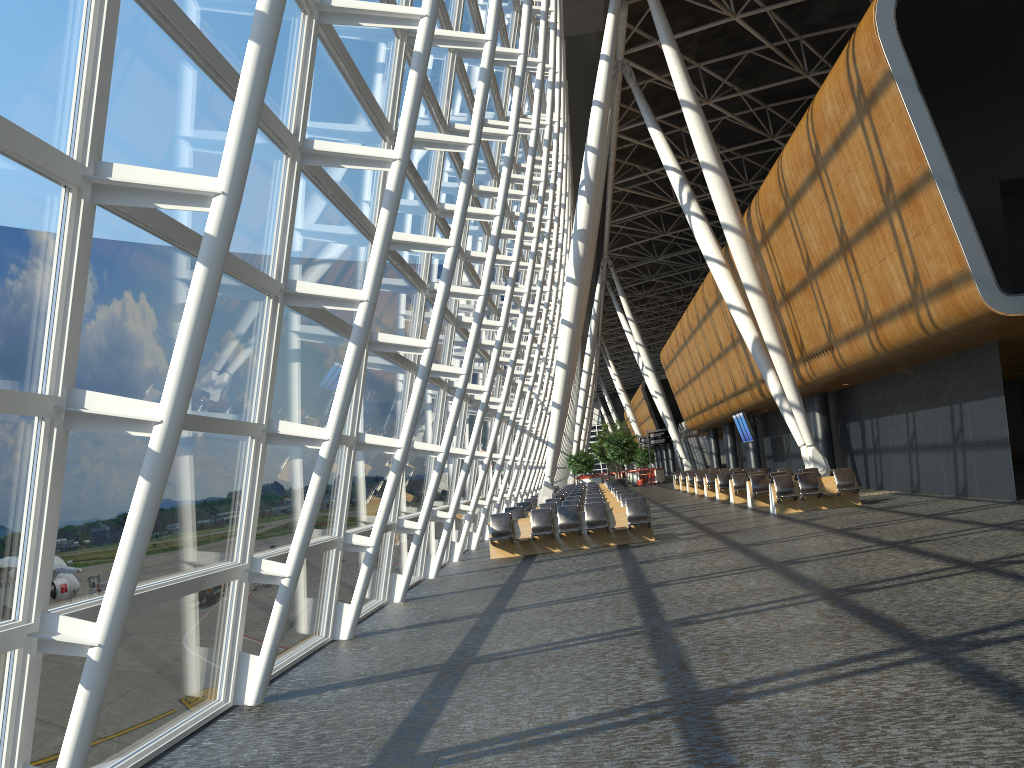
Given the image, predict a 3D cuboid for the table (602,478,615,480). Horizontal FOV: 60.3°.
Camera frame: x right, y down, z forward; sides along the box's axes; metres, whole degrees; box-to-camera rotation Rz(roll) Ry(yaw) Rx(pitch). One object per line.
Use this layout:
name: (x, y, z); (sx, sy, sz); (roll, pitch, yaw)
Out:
table: (6.195, 6.417, 56.242); (0.795, 0.749, 0.805); (-5, -3, -24)

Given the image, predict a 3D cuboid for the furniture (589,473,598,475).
furniture: (8.630, 10.894, 101.706); (3.254, 0.868, 1.665); (-7, -5, 5)

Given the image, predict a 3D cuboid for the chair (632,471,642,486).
chair: (8.448, 6.280, 58.722); (0.619, 1.009, 0.666); (-6, -2, -40)

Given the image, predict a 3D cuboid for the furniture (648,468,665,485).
furniture: (9.523, 6.065, 57.905); (0.892, 1.005, 2.829); (-8, -5, 17)

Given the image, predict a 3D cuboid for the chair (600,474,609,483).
chair: (6.086, 6.555, 58.651); (0.626, 1.009, 0.658); (-8, -2, 30)

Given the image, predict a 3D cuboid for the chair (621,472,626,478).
chair: (8.023, 6.577, 61.043); (0.665, 1.009, 0.619); (-8, -2, 40)

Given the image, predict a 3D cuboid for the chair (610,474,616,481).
chair: (6.320, 6.383, 57.295); (0.665, 1.009, 0.620); (-8, -2, 30)

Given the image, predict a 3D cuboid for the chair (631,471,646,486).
chair: (8.298, 6.181, 57.619); (0.657, 1.009, 0.627); (-5, -2, -40)

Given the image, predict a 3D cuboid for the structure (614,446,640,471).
structure: (9.186, 6.205, 70.495); (2.288, 3.473, 2.215); (-7, -2, 17)

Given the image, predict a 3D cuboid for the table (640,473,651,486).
table: (8.889, 6.294, 58.117); (0.802, 0.749, 0.798); (-8, -3, 21)

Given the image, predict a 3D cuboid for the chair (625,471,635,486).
chair: (8.199, 6.432, 59.876); (0.627, 1.009, 0.657); (-8, -2, 40)

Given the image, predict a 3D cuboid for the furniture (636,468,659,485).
furniture: (9.273, 6.407, 60.852); (0.884, 1.006, 2.852); (-5, -5, -28)

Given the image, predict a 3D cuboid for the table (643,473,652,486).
table: (8.630, 6.164, 56.605); (0.802, 0.749, 0.798); (-8, -3, 21)

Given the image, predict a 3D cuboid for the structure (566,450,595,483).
structure: (4.465, 5.590, 56.076); (1.723, 2.776, 1.794); (-6, -2, -38)

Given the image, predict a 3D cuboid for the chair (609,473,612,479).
chair: (6.983, 7.096, 64.760); (0.665, 1.009, 0.620); (-8, -2, 30)

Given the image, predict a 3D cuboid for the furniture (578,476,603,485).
furniture: (5.220, 6.548, 57.606); (0.884, 1.006, 2.852); (-5, -5, -28)

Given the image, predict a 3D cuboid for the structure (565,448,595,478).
structure: (4.622, 5.784, 58.976); (1.910, 2.966, 1.876); (-6, -2, -21)

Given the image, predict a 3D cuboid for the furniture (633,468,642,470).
furniture: (13.897, 9.919, 98.452); (1.898, 0.868, 1.665); (-7, -5, 5)

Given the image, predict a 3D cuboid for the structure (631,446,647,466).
structure: (11.313, 6.905, 77.205); (1.873, 2.992, 1.950); (-6, -2, -38)

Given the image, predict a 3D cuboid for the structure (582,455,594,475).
structure: (5.096, 6.233, 63.190); (1.773, 2.849, 1.846); (-6, -2, -38)

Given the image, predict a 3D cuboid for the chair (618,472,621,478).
chair: (8.687, 7.290, 68.508); (0.665, 1.009, 0.619); (-8, -2, 40)

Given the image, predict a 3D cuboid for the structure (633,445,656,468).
structure: (10.085, 6.064, 66.870); (1.723, 2.776, 1.794); (-6, -2, -38)

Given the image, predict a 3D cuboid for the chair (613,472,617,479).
chair: (8.730, 7.698, 72.408); (0.659, 1.009, 0.625); (-7, -2, -10)

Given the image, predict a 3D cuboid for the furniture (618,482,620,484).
furniture: (6.657, 6.481, 55.993); (0.441, 0.459, 0.446); (-4, -4, -43)

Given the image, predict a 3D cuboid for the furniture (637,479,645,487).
furniture: (8.251, 6.322, 56.284); (0.444, 0.459, 0.443); (-8, -3, 17)

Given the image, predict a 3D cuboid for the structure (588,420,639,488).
structure: (6.765, 4.763, 59.220); (3.091, 4.527, 5.827); (-7, -4, -3)

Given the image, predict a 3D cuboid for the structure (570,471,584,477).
structure: (5.161, 6.598, 66.515); (1.746, 2.810, 1.818); (-6, -2, -38)

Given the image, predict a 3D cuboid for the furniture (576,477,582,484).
furniture: (4.970, 6.890, 60.554); (0.892, 1.005, 2.829); (-8, -5, 17)

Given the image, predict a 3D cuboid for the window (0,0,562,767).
window: (5.500, 2.761, 84.201); (3.724, 14.000, 166.732); (-7, -6, 4)

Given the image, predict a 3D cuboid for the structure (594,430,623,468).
structure: (8.607, 6.225, 75.078); (3.111, 4.529, 5.728); (-8, -4, 27)

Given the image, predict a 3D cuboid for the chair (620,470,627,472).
chair: (9.407, 7.711, 73.287); (0.621, 1.009, 0.664); (-7, -2, -10)
